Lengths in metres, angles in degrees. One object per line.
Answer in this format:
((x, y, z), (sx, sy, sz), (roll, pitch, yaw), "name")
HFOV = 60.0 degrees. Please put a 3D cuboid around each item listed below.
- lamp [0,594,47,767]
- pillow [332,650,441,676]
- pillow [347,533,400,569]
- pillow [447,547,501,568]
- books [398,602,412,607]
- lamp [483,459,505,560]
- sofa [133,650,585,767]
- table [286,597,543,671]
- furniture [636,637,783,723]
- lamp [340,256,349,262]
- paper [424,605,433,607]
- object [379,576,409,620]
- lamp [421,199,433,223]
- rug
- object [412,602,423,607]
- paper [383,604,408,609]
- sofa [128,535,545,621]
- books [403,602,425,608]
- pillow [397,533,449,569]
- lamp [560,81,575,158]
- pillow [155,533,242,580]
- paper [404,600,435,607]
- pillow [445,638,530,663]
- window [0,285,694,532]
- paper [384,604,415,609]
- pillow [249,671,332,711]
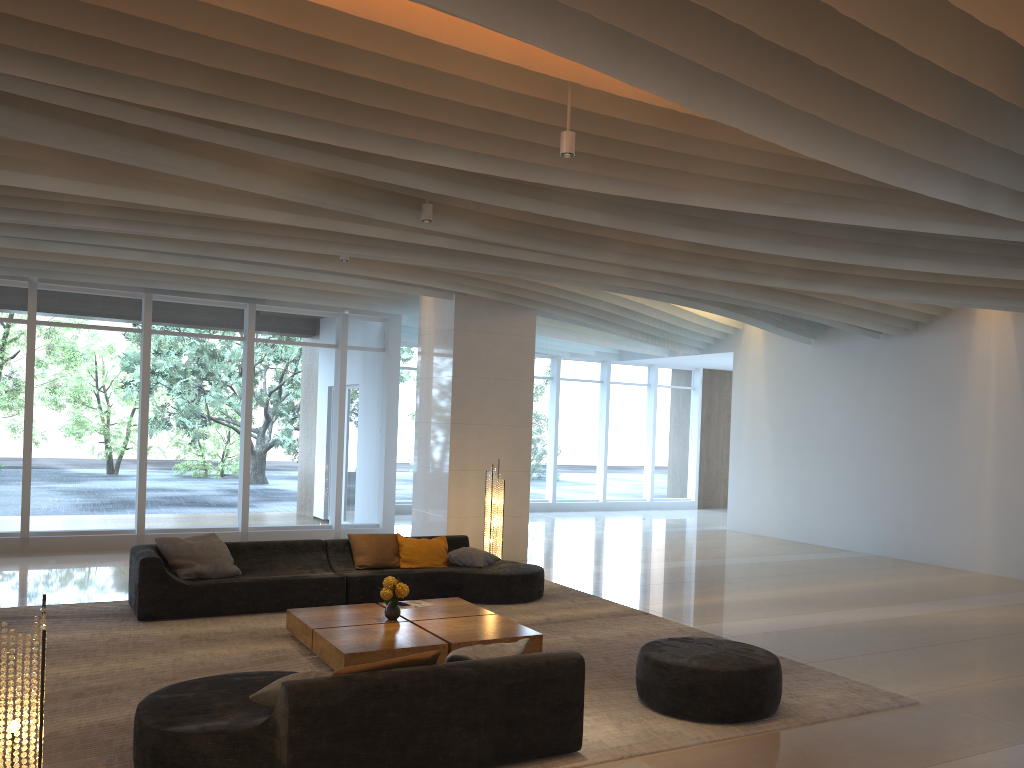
((-1.831, 1.340, 3.256), (0.254, 1.198, 0.246), (2, 0, -29), "lamp")
((-0.710, 1.593, 4.724), (0.614, 0.392, 0.391), (3, -2, -27), "pillow")
((-1.430, 1.795, 9.462), (0.585, 0.374, 0.364), (3, -2, -30), "pillow")
((-0.419, 1.926, 9.820), (0.434, 0.209, 0.594), (1, -3, 21), "pillow")
((-0.988, 1.960, 7.881), (0.114, 0.011, 0.178), (4, -4, -38), "books")
((-0.223, 1.657, 10.990), (0.254, 1.451, 0.246), (2, 0, -29), "lamp")
((-0.886, 1.760, 5.005), (2.288, 0.576, 1.334), (4, -3, -29), "sofa")
((-0.843, 2.055, 7.274), (1.626, 0.220, 1.576), (4, -3, -29), "table")
((1.341, 2.003, 6.065), (0.995, 0.364, 0.972), (3, -3, -20), "furniture")
((-1.699, -2.020, 9.130), (0.088, 1.506, 0.090), (2, 0, 16), "lamp")
((-0.837, 1.980, 7.994), (0.194, 0.001, 0.255), (5, -4, -42), "paper")
((-0.978, 1.753, 7.300), (0.240, 0.377, 0.262), (2, -1, -27), "object")
((-0.668, -2.077, 7.225), (0.088, 1.506, 0.090), (2, 0, 16), "lamp")
((-5.554, 1.862, 4.591), (16.476, 0.022, 5.430), (4, -3, -30), "rug")
((-0.879, 1.969, 7.958), (0.177, 0.014, 0.107), (0, -4, 42), "object")
((-1.003, 1.968, 7.860), (0.200, 0.001, 0.258), (4, -4, -38), "paper")
((-1.663, 1.937, 9.173), (4.238, 0.582, 1.321), (3, -3, -23), "sofa")
((-0.915, 1.969, 7.918), (0.178, 0.011, 0.216), (0, -4, 42), "books")
((-0.960, 1.837, 9.664), (0.614, 0.403, 0.469), (3, -2, -22), "pillow")
((0.361, -2.132, 5.358), (0.088, 1.506, 0.090), (2, 0, 16), "lamp")
((-3.029, 1.665, 8.578), (0.538, 0.377, 0.650), (1, -2, 39), "pillow")
((-0.837, 1.980, 7.994), (0.189, 0.001, 0.252), (5, -4, -42), "paper")
((-0.197, 1.626, 5.138), (0.573, 0.345, 0.450), (3, -2, -31), "pillow")
((-9.274, 0.015, 7.216), (21.833, 3.220, 55.285), (1, -3, 27), "window")
((-1.001, 1.967, 7.865), (0.189, 0.001, 0.252), (4, -4, -37), "paper")
((-1.098, 1.615, 4.706), (0.427, 0.246, 0.473), (2, -2, 6), "pillow")
